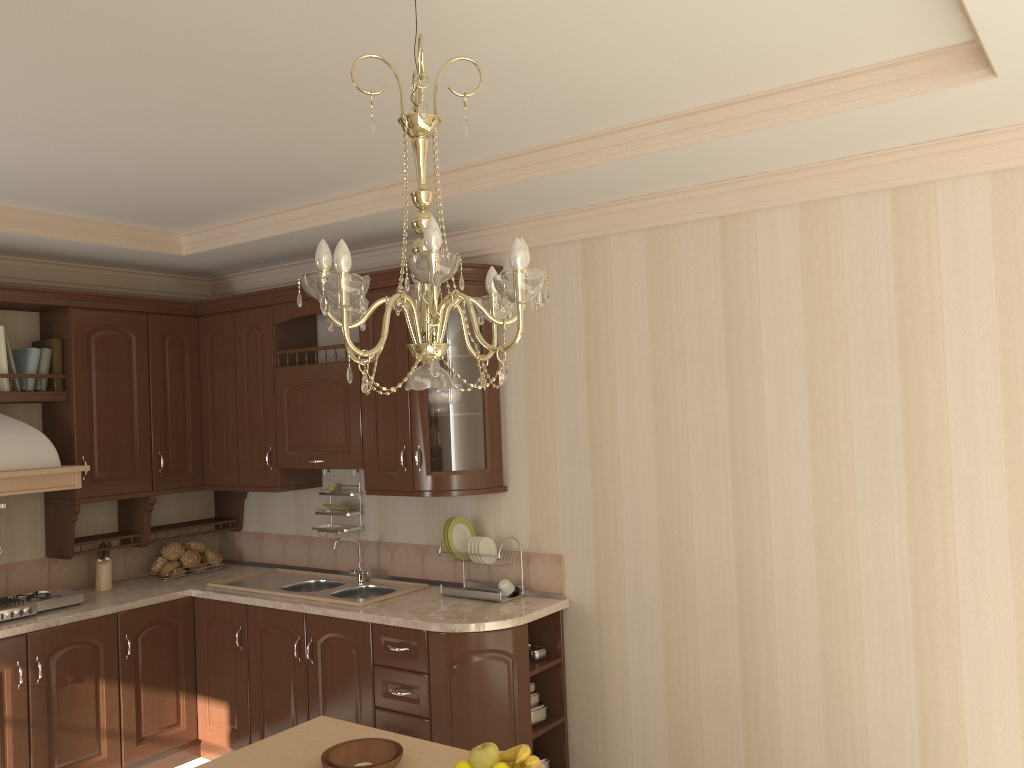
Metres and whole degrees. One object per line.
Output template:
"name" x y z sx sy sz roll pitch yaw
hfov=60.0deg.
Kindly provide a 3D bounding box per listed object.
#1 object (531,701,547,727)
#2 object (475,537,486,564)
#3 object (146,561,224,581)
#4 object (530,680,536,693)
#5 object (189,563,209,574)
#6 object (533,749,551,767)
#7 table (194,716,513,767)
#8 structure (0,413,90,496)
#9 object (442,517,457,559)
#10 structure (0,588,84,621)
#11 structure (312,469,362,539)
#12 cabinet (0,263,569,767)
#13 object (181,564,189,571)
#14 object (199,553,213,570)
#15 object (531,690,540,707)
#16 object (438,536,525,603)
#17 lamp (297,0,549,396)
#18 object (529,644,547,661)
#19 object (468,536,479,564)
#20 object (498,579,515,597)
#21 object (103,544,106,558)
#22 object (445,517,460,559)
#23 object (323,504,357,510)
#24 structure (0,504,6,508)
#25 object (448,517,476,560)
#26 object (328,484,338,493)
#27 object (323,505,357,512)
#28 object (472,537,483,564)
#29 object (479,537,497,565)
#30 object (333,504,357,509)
"object" 0.044 1.396 3.781 0.145 0.077 0.208 -1 -2 -44
"object" -0.123 0.740 3.939 0.034 0.119 0.123 -3 -2 35
"object" -1.774 1.008 4.825 0.199 0.060 0.364 -3 -2 35
"object" 0.040 1.290 3.784 0.084 0.045 0.120 -1 -2 -44
"object" -1.719 1.006 4.862 0.105 0.060 0.103 -3 -2 30
"object" 0.054 1.629 3.775 0.208 0.077 0.145 -1 -2 -30
"table" -0.171 1.335 1.813 1.567 0.774 0.900 -3 -2 35
"structure" -2.383 0.074 3.969 0.455 0.845 0.753 -3 -2 35
"object" -0.254 0.700 4.036 0.047 0.188 0.193 -3 -2 36
"structure" -2.274 0.992 3.895 0.325 0.054 0.710 -3 -2 35
"structure" -0.903 0.610 4.561 0.256 0.361 0.131 -3 -2 35
"cabinet" -1.690 0.667 3.223 2.436 2.313 3.226 -3 -2 35
"object" -1.780 0.986 4.869 0.098 0.094 0.114 -3 -2 15
"object" -1.719 0.984 4.939 0.125 0.100 0.091 -3 -2 31
"object" 0.042 1.337 3.782 0.106 0.057 0.152 -1 -2 -44
"object" -0.139 0.808 3.951 0.359 0.275 0.172 -3 -2 36
"lamp" -0.188 -0.473 1.832 0.502 0.982 0.501 -2 -2 5
"object" 0.089 1.157 3.820 0.084 0.045 0.120 -1 -2 -44
"object" -0.157 0.742 3.964 0.034 0.119 0.123 -3 -2 35
"object" -0.023 0.899 3.919 0.073 0.072 0.085 -2 -2 -1
"object" -2.099 0.904 4.558 0.016 0.158 0.051 -2 -2 -2
"object" -0.239 0.699 4.025 0.047 0.188 0.193 -3 -2 36
"object" -0.875 0.629 4.523 0.174 0.051 0.167 -3 -2 35
"structure" -2.540 0.581 4.062 0.008 0.020 0.422 -3 -2 35
"object" -0.225 0.698 4.014 0.047 0.188 0.193 -3 -2 36
"object" -0.928 0.540 4.605 0.044 0.051 0.049 -2 -2 4
"object" -0.876 0.632 4.522 0.174 0.051 0.167 -3 -2 35
"object" -0.140 0.741 3.952 0.034 0.119 0.123 -4 -2 37
"object" -0.106 0.739 3.927 0.034 0.119 0.123 -3 -2 35
"object" -0.875 0.626 4.523 0.174 0.051 0.167 -3 -2 35
